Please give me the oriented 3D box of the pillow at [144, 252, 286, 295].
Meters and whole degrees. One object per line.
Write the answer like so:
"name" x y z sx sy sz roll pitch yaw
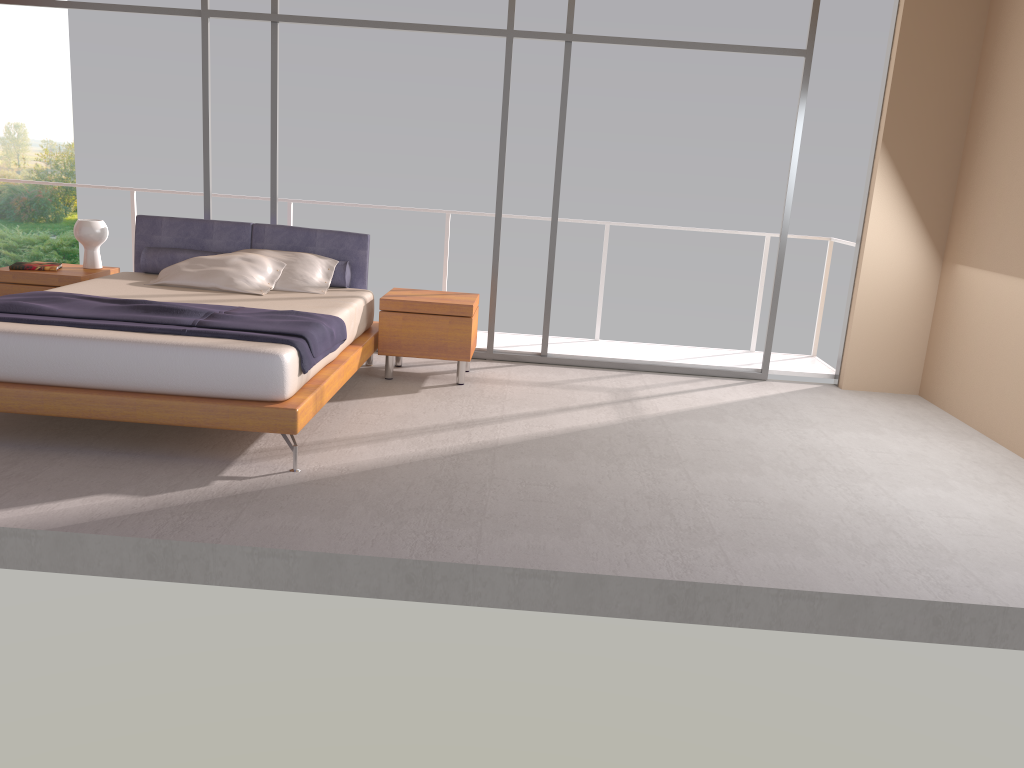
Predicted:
"pillow" -1.969 -0.738 5.889 0.869 0.264 0.431 6 14 9

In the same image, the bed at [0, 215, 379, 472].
"bed" -1.934 -0.409 5.301 2.017 0.959 2.462 4 14 1

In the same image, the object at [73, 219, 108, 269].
"object" -2.993 -0.996 6.313 0.224 0.338 0.224 7 14 12

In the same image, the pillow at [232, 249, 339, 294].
"pillow" -1.604 -0.764 6.058 0.791 0.265 0.400 5 14 4

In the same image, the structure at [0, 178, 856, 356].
"structure" -1.205 -0.932 7.222 7.689 1.005 0.728 4 14 1

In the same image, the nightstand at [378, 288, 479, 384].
"nightstand" -0.577 -0.343 6.235 0.628 0.556 0.562 4 14 1

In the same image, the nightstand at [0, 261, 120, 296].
"nightstand" -3.210 -0.541 6.289 0.628 0.556 0.562 4 14 1

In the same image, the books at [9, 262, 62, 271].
"books" -3.304 -0.817 6.161 0.287 0.025 0.247 0 14 -18

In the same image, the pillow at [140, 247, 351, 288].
"pillow" -1.869 -0.822 6.262 1.470 0.201 0.205 4 14 1

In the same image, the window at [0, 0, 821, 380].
"window" -0.959 -1.777 6.596 6.106 3.133 0.075 4 14 1
